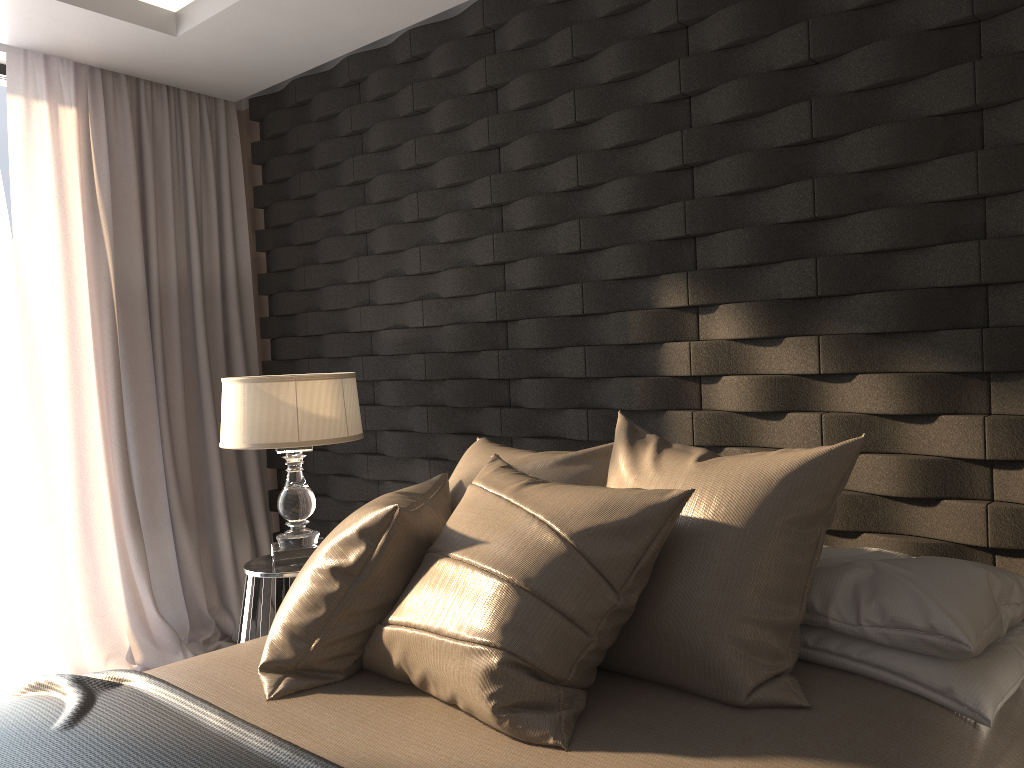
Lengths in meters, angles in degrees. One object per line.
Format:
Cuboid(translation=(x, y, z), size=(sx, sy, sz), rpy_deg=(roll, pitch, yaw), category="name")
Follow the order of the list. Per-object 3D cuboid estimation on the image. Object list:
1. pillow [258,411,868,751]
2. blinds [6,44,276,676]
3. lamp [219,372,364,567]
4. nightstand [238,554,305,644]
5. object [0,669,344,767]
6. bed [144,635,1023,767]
Cuboid(translation=(0.008, 0.344, 1.885), size=(0.950, 0.518, 1.188), rpy_deg=(-4, 3, -45), category="pillow")
Cuboid(translation=(-1.442, -0.109, 3.662), size=(0.323, 2.640, 1.053), rpy_deg=(-1, 2, 35), category="blinds")
Cuboid(translation=(-0.744, 0.285, 3.013), size=(0.479, 0.630, 0.453), rpy_deg=(-3, 2, -14), category="lamp")
Cuboid(translation=(-0.710, 0.902, 3.019), size=(0.579, 0.603, 0.522), rpy_deg=(-3, 2, -34), category="nightstand")
Cuboid(translation=(-0.567, 0.767, 1.227), size=(1.939, 0.322, 0.654), rpy_deg=(-1, 3, 43), category="object")
Cuboid(translation=(-0.227, 0.920, 1.577), size=(2.165, 0.624, 2.422), rpy_deg=(0, 3, 44), category="bed")
